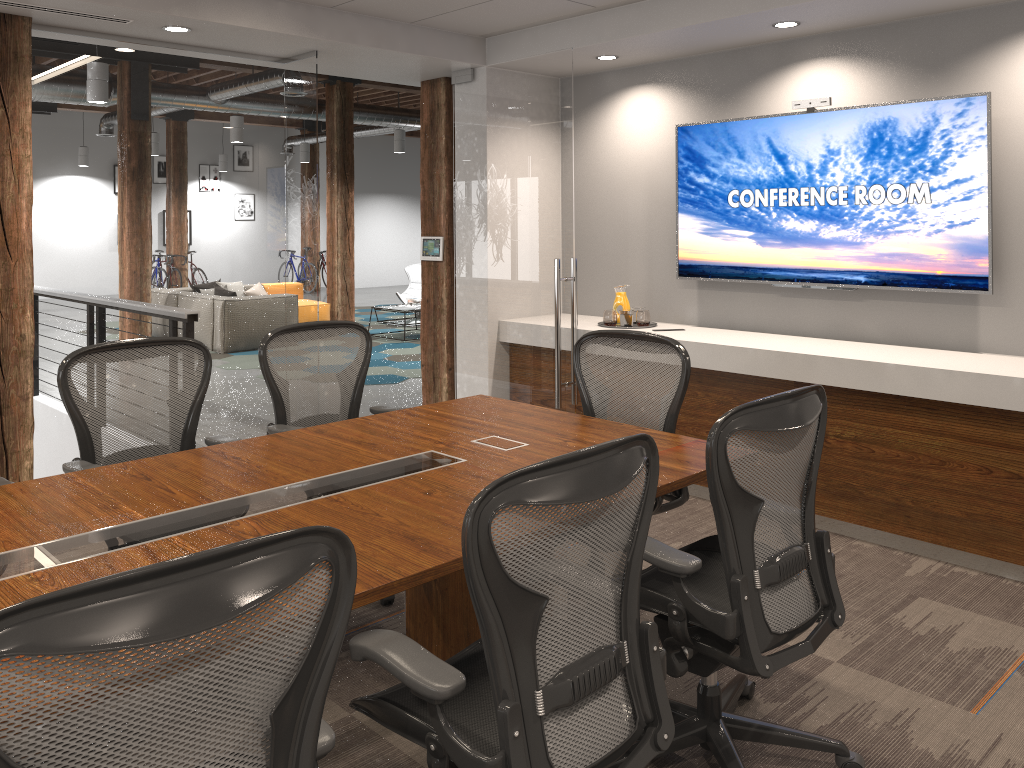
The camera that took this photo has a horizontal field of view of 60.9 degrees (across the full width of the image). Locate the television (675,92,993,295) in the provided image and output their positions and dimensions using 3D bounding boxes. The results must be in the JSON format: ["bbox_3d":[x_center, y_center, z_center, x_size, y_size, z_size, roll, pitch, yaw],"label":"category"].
[{"bbox_3d":[1.762,-1.109,5.074,0.065,1.098,1.922,0,5,-44],"label":"television"}]

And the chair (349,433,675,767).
[{"bbox_3d":[-0.040,0.630,1.945,0.803,1.085,0.766,-3,4,-33],"label":"chair"}]

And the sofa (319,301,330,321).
[{"bbox_3d":[-3.429,-0.995,12.054,2.461,0.681,2.560,-10,13,-43],"label":"sofa"}]

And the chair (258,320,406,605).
[{"bbox_3d":[-0.715,0.294,3.796,0.804,1.085,0.765,-3,4,-38],"label":"chair"}]

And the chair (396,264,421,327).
[{"bbox_3d":[-1.441,-1.340,13.154,0.676,0.916,0.796,-1,4,-16],"label":"chair"}]

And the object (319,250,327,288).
[{"bbox_3d":[-4.557,-2.686,20.321,0.410,1.026,1.750,-1,7,-38],"label":"object"}]

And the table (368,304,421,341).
[{"bbox_3d":[-1.374,-0.855,11.821,0.856,0.384,0.849,-9,12,-43],"label":"table"}]

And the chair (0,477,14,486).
[{"bbox_3d":[-1.865,0.509,2.678,0.763,1.085,0.807,2,4,39],"label":"chair"}]

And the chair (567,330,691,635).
[{"bbox_3d":[0.356,0.362,3.383,0.771,1.085,0.798,1,4,30],"label":"chair"}]

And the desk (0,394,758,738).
[{"bbox_3d":[-1.825,0.916,1.348,6.088,0.748,1.413,-10,13,-43],"label":"desk"}]

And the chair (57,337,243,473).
[{"bbox_3d":[-1.302,0.391,3.294,0.793,1.085,0.776,1,4,30],"label":"chair"}]

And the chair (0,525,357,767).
[{"bbox_3d":[-0.627,0.747,1.338,0.794,1.085,0.776,2,4,32],"label":"chair"}]

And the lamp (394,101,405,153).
[{"bbox_3d":[-2.034,-5.104,15.732,0.206,1.854,0.203,0,0,-44],"label":"lamp"}]

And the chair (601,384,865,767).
[{"bbox_3d":[0.532,0.523,2.502,0.806,1.085,0.764,-4,4,-42],"label":"chair"}]
